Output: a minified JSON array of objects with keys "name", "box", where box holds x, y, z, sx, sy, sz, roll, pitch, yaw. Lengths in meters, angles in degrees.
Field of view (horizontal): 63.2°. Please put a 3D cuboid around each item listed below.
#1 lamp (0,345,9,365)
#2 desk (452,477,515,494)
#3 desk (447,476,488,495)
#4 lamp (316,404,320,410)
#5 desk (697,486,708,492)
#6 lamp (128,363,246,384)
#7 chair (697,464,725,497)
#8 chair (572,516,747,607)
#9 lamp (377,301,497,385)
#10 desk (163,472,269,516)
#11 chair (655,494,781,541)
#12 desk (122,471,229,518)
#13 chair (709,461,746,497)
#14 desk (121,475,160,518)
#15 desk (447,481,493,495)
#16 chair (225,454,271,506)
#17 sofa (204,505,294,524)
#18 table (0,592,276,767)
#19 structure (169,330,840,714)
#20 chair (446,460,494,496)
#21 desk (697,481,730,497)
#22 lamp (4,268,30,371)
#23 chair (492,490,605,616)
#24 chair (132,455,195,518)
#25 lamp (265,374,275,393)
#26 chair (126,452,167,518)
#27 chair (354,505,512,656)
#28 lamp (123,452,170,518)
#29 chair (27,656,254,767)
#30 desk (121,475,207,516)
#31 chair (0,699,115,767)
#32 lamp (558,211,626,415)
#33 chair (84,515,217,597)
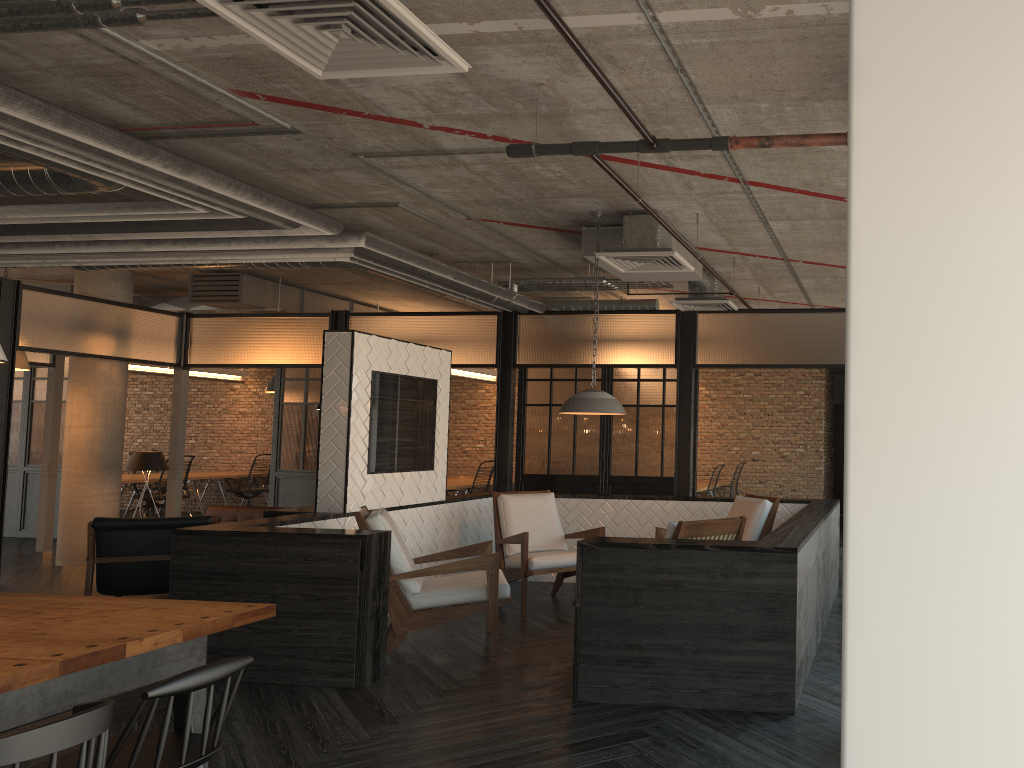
[{"name":"lamp","box":[-1.583,-0.886,2.309,0.315,1.736,0.417,-1,-4,36]},{"name":"desk","box":[-0.282,1.854,13.020,0.744,0.720,1.775,0,-4,22]},{"name":"desk","box":[-1.041,1.852,13.128,0.744,0.720,1.775,0,-4,22]},{"name":"lamp","box":[-1.334,0.145,6.222,0.253,0.171,0.174,2,-4,-18]},{"name":"desk","box":[2.023,1.749,10.973,0.744,0.720,1.775,0,-4,22]},{"name":"lamp","box":[-5.442,-0.535,12.923,0.276,0.857,3.688,0,-4,24]},{"name":"chair","box":[2.431,1.579,10.927,0.657,1.062,0.742,0,-4,17]},{"name":"chair","box":[0.944,1.261,5.183,0.836,0.906,0.796,4,-5,-38]},{"name":"lamp","box":[-0.998,-0.520,12.291,0.276,0.857,3.688,0,-4,24]},{"name":"desk","box":[-4.727,1.839,13.652,0.744,0.720,1.775,0,-4,22]},{"name":"chair","box":[1.666,1.379,6.827,1.066,0.906,0.627,3,-4,-25]},{"name":"desk","box":[-5.486,1.836,13.760,0.744,0.720,1.775,0,-4,22]},{"name":"chair","box":[3.171,1.696,12.562,0.657,1.062,0.742,0,-4,17]},{"name":"desk","box":[-6.218,1.721,12.144,0.744,0.720,1.775,0,-4,22]},{"name":"desk","box":[-1.013,1.739,11.404,0.744,0.720,1.775,0,-4,22]},{"name":"chair","box":[-4.310,1.670,13.625,0.657,1.062,0.742,0,-4,17]},{"name":"sofa","box":[-2.540,1.553,8.246,1.536,0.637,0.711,0,-4,11]},{"name":"table","box":[-2.191,1.005,1.031,1.102,0.791,4.051,0,-4,23]},{"name":"structure","box":[0.410,0.723,6.309,3.732,2.114,3.968,0,-4,17]},{"name":"chair","box":[-0.605,1.568,11.358,0.657,1.062,0.742,0,-4,17]},{"name":"desk","box":[2.754,1.865,12.588,0.744,0.720,1.775,0,-4,22]},{"name":"lamp","box":[-4.849,-0.894,7.953,0.499,1.502,0.391,3,-4,-21]},{"name":"chair","box":[0.265,1.368,6.932,0.832,0.906,0.800,4,-4,-33]},{"name":"chair","box":[-5.050,1.553,11.990,0.657,1.062,0.742,0,-4,17]},{"name":"lamp","box":[-3.167,-0.628,11.669,0.499,1.502,0.391,3,-4,-21]},{"name":"chair","box":[-5.925,1.660,13.795,0.657,1.062,0.742,0,-4,17]},{"name":"chair","box":[-0.510,1.258,5.425,1.032,0.906,0.653,2,-4,-16]},{"name":"lamp","box":[-3.523,1.290,8.568,0.952,1.178,0.479,3,-4,-26]},{"name":"chair","box":[-1.051,1.136,2.301,0.437,0.725,0.400,1,-4,16]},{"name":"desk","box":[-5.458,1.723,12.036,0.744,0.720,1.775,0,-4,22]},{"name":"chair","box":[-1.184,1.099,1.849,0.420,0.737,0.401,1,-4,16]},{"name":"lamp","box":[0.636,-0.545,6.340,0.458,1.544,0.561,0,-4,25]},{"name":"chair","box":[-2.561,1.334,6.129,0.835,0.795,0.912,2,-4,-17]}]
